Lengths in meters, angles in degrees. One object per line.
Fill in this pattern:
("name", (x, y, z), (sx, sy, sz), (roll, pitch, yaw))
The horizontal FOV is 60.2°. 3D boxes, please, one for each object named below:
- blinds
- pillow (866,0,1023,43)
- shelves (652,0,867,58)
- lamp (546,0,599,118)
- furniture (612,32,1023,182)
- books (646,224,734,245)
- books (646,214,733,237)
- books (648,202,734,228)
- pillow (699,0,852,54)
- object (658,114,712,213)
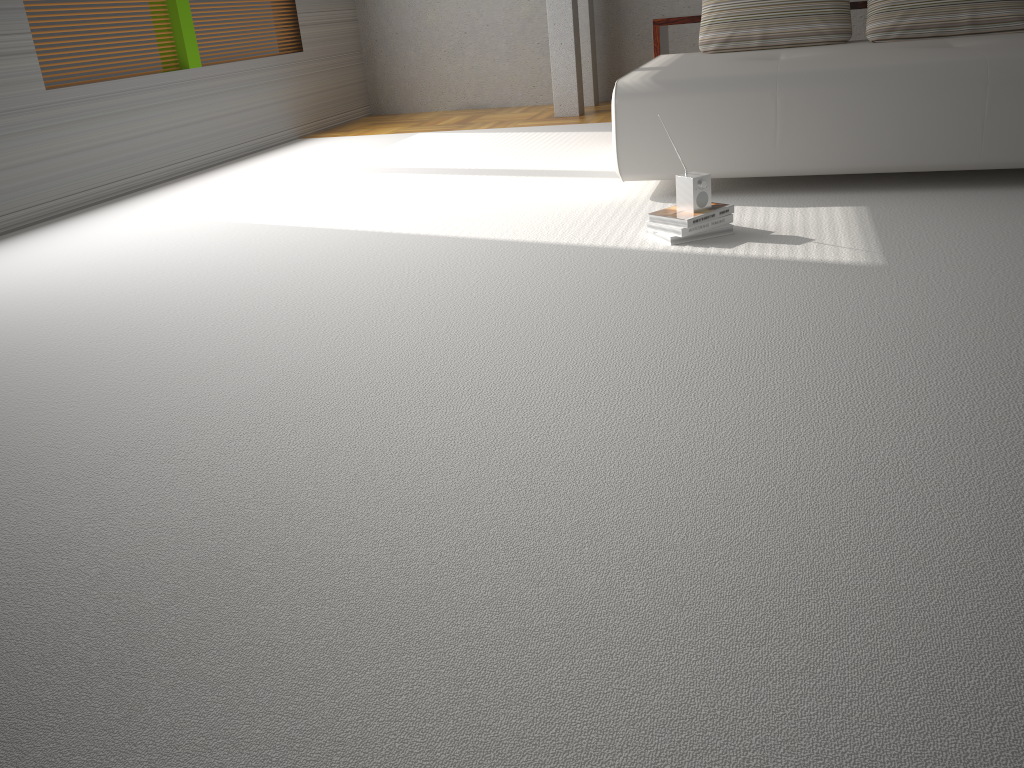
("blinds", (-2.305, -2.947, 5.637), (0.012, 1.993, 3.623), (1, 23, 17))
("pillow", (2.243, -2.055, 4.552), (0.807, 0.504, 0.593), (2, 23, 18))
("shelves", (1.982, -1.845, 5.126), (2.251, 0.698, 0.410), (2, 22, 17))
("lamp", (0.469, -3.039, 7.043), (0.200, 1.649, 0.818), (1, 21, 17))
("furniture", (1.694, -1.347, 4.271), (2.169, 0.509, 1.654), (2, 24, 17))
("books", (0.665, -0.576, 3.309), (0.266, 0.031, 0.193), (-12, 24, -16))
("books", (0.662, -0.605, 3.299), (0.267, 0.031, 0.192), (-19, 27, -29))
("books", (0.666, -0.635, 3.287), (0.268, 0.031, 0.191), (-22, 28, -34))
("pillow", (1.437, -2.153, 4.837), (0.801, 0.594, 0.503), (1, 22, 17))
("object", (0.617, -0.800, 3.191), (0.187, 0.357, 0.091), (-18, 23, -29))
